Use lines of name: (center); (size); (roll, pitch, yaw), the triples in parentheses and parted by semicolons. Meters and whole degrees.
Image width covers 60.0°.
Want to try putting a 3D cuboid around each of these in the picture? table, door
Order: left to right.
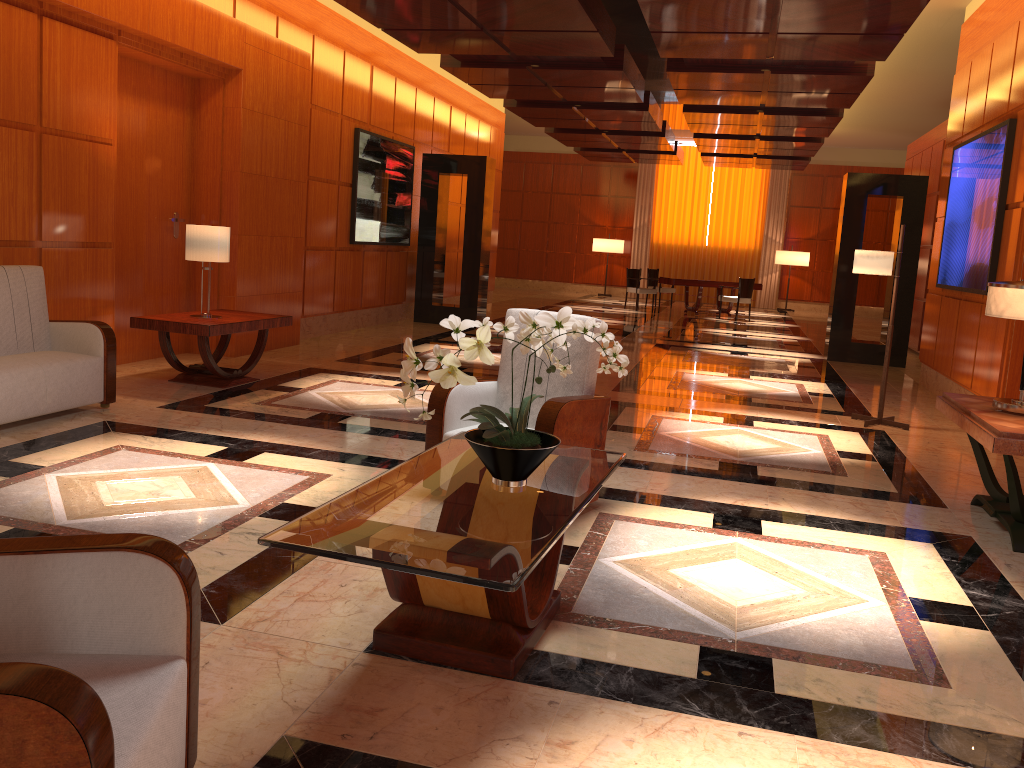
door: (-3.162, -1.494, 7.853); (0.341, 2.638, 1.506); (6, 8, 14)
table: (-2.451, -0.292, 7.323); (0.725, 0.531, 1.172); (6, 9, 17)
table: (-0.121, 0.591, 3.018); (0.723, 0.493, 1.566); (6, 9, 17)
table: (4.234, -1.861, 19.041); (2.106, 0.738, 0.788); (1, 9, -15)
table: (2.695, 0.467, 4.604); (0.726, 0.603, 1.276); (6, 9, 14)
door: (3.939, -0.728, 6.116); (0.341, 2.638, 1.544); (6, 8, 14)

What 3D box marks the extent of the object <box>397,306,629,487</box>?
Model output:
object: (0.000, 0.032, 3.051); (0.788, 0.614, 0.420); (3, 8, -9)

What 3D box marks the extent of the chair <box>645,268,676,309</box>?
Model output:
chair: (3.369, -2.192, 20.328); (0.578, 0.890, 0.585); (11, 10, 41)

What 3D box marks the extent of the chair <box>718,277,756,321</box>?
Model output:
chair: (4.614, -1.744, 18.097); (0.584, 0.890, 0.579); (-1, 9, -33)

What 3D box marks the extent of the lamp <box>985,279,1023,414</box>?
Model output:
lamp: (2.694, -0.255, 4.598); (0.458, 0.790, 0.461); (1, 8, -24)

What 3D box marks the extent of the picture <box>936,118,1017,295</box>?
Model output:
picture: (4.296, -1.594, 8.290); (0.056, 1.445, 2.005); (6, 9, 14)

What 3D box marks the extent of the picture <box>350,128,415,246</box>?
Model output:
picture: (-1.744, -2.633, 12.145); (0.056, 1.445, 2.005); (6, 9, 14)

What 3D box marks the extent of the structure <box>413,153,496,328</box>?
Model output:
structure: (-0.860, -2.145, 13.291); (0.986, 2.486, 0.502); (6, 7, 14)

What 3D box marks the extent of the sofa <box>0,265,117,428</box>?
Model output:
sofa: (-3.194, -0.210, 5.222); (0.613, 0.927, 1.807); (6, 9, 14)

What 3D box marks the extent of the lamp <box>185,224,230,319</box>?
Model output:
lamp: (0.339, 0.202, 1.510); (0.335, 0.731, 13.068); (0, 10, -26)

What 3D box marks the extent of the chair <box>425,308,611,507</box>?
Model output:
chair: (0.048, 0.119, 4.481); (0.740, 0.956, 0.630); (9, 9, 32)

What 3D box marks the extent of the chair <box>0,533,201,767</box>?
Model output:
chair: (-0.981, 0.504, 1.680); (0.628, 0.956, 0.742); (3, 8, -7)

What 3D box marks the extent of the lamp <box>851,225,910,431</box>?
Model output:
lamp: (3.045, -0.484, 7.317); (0.527, 1.653, 0.361); (4, 7, 4)

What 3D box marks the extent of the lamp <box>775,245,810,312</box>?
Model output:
lamp: (6.986, -2.646, 22.250); (0.811, 1.653, 0.814); (-1, 9, -36)

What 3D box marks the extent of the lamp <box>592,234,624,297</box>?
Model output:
lamp: (2.498, -3.133, 23.361); (0.811, 1.653, 0.814); (-1, 9, -36)

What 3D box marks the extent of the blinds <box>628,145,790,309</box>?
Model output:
blinds: (5.120, -4.153, 23.233); (3.856, 4.045, 0.149); (6, 7, 14)

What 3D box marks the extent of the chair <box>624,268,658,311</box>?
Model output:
chair: (2.756, -2.055, 19.232); (0.585, 0.890, 0.579); (-2, 10, -38)
